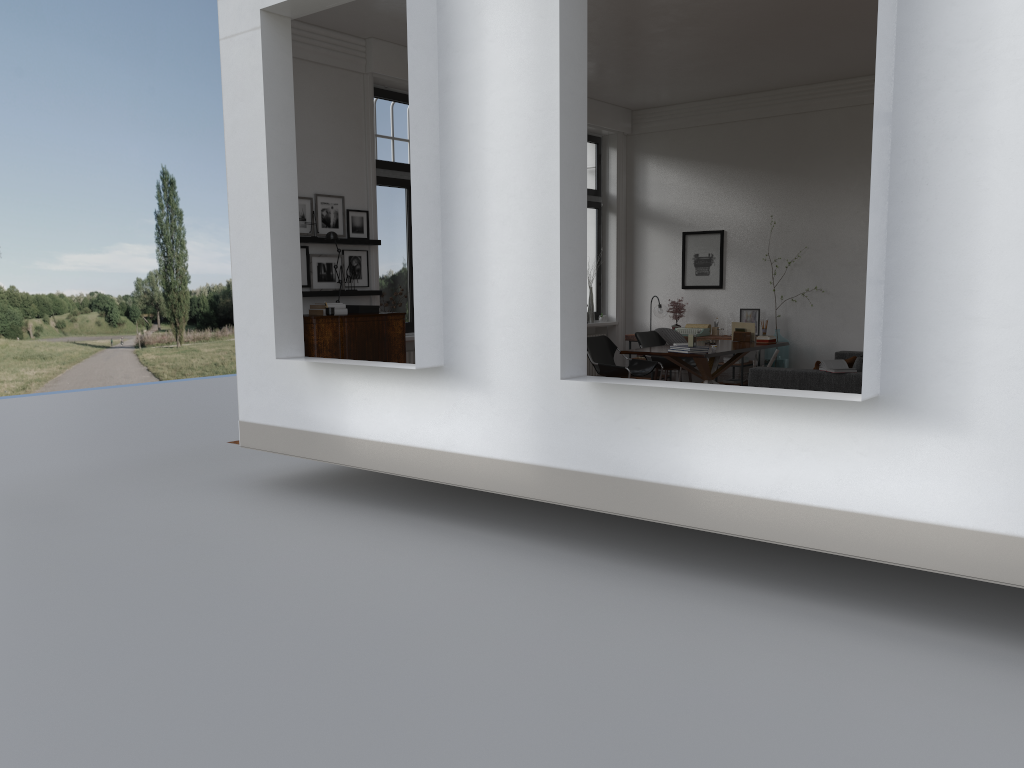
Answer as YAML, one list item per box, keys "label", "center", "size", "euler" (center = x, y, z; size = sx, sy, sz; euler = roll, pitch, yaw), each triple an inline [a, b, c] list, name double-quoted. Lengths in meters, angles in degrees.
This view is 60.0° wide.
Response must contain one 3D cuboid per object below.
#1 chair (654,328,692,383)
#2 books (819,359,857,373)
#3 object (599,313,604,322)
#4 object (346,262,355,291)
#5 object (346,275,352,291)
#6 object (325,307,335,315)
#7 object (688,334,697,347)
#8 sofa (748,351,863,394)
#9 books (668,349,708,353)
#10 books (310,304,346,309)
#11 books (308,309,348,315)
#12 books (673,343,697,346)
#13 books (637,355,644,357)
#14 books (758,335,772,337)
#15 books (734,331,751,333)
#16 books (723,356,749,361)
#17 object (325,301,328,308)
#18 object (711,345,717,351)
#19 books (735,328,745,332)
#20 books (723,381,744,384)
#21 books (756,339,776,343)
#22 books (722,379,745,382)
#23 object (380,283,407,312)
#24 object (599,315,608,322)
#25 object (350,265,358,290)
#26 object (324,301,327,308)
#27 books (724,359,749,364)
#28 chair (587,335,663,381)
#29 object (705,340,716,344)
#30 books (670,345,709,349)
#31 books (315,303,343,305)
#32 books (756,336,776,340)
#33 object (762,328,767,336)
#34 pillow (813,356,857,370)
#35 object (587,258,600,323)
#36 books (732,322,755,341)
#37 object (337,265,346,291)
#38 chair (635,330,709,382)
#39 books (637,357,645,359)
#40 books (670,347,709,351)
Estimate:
- label: "chair"
  center: [2.165, -0.318, 11.933]
  size: [0.716, 0.902, 0.546]
  euler: [4, 8, 31]
- label: "books"
  center: [3.012, -0.168, 8.194]
  size: [0.225, 0.096, 0.278]
  euler: [-2, 7, -9]
- label: "object"
  center: [1.332, -0.986, 13.194]
  size: [0.072, 0.134, 0.072]
  euler: [-4, 8, -26]
- label: "object"
  center: [-1.667, -1.111, 9.157]
  size: [0.040, 0.299, 0.118]
  euler: [6, 10, 38]
- label: "object"
  center: [-1.676, -1.035, 9.098]
  size: [0.040, 0.161, 0.066]
  euler: [5, 10, 38]
- label: "object"
  center: [-1.721, -0.685, 8.385]
  size: [0.091, 0.077, 0.091]
  euler: [1, 7, 12]
- label: "object"
  center: [1.902, -0.460, 9.345]
  size: [0.082, 0.126, 0.275]
  euler: [1, 7, 12]
- label: "sofa"
  center: [3.609, 0.034, 9.319]
  size: [1.261, 0.831, 2.640]
  euler: [5, 8, 39]
- label: "books"
  center: [1.856, -0.351, 9.363]
  size: [0.264, 0.027, 0.346]
  euler: [-4, 7, -26]
- label: "books"
  center: [-1.794, -0.752, 8.626]
  size: [0.254, 0.044, 0.239]
  euler: [5, 8, 39]
- label: "books"
  center: [-1.790, -0.702, 8.629]
  size: [0.229, 0.057, 0.294]
  euler: [5, 8, 39]
- label: "books"
  center: [1.997, -0.446, 10.227]
  size: [0.231, 0.026, 0.324]
  euler: [0, 6, 4]
- label: "books"
  center: [1.949, -0.405, 12.721]
  size: [0.251, 0.023, 0.208]
  euler: [4, 8, 38]
- label: "books"
  center: [3.069, -0.579, 10.720]
  size: [0.128, 0.008, 0.159]
  euler: [5, 8, 40]
- label: "books"
  center: [2.827, -0.582, 10.892]
  size: [0.221, 0.125, 0.028]
  euler: [5, 9, 38]
- label: "books"
  center: [3.005, -0.344, 11.891]
  size: [0.225, 0.038, 0.308]
  euler: [5, 8, 39]
- label: "object"
  center: [-1.737, -0.721, 8.347]
  size: [0.010, 0.119, 0.050]
  euler: [6, 10, 41]
- label: "object"
  center: [2.132, -0.377, 9.386]
  size: [0.082, 0.065, 0.064]
  euler: [-5, 8, -30]
- label: "books"
  center: [2.822, -0.611, 10.951]
  size: [0.128, 0.158, 0.040]
  euler: [5, 9, 38]
- label: "books"
  center: [2.991, -0.031, 11.959]
  size: [0.196, 0.014, 0.267]
  euler: [4, 8, 37]
- label: "books"
  center: [3.069, -0.523, 10.702]
  size: [0.159, 0.040, 0.215]
  euler: [5, 9, 41]
- label: "books"
  center: [2.991, -0.046, 11.957]
  size: [0.267, 0.014, 0.196]
  euler: [-6, 8, -40]
- label: "object"
  center: [-1.336, -0.828, 9.971]
  size: [0.317, 0.601, 0.540]
  euler: [1, 7, 10]
- label: "object"
  center: [1.375, -0.989, 13.381]
  size: [0.132, 0.098, 0.134]
  euler: [0, 7, 9]
- label: "object"
  center: [-1.645, -1.101, 9.231]
  size: [0.040, 0.263, 0.110]
  euler: [5, 10, 38]
- label: "object"
  center: [-1.751, -0.717, 8.368]
  size: [0.010, 0.139, 0.045]
  euler: [5, 9, 36]
- label: "books"
  center: [3.006, -0.307, 11.883]
  size: [0.225, 0.038, 0.308]
  euler: [4, 8, 38]
- label: "chair"
  center: [1.231, -0.106, 10.198]
  size: [0.745, 0.875, 0.751]
  euler: [5, 9, 38]
- label: "object"
  center: [2.356, -0.503, 10.570]
  size: [0.133, 0.047, 0.114]
  euler: [0, 7, 2]
- label: "books"
  center: [1.870, -0.390, 9.356]
  size: [0.250, 0.017, 0.343]
  euler: [-4, 7, -26]
- label: "books"
  center: [-1.779, -0.779, 8.606]
  size: [0.179, 0.014, 0.200]
  euler: [5, 8, 39]
- label: "books"
  center: [3.071, -0.558, 10.707]
  size: [0.164, 0.028, 0.207]
  euler: [4, 8, 37]
- label: "object"
  center: [3.060, -0.632, 10.749]
  size: [0.058, 0.091, 0.058]
  euler: [3, 8, 26]
- label: "pillow"
  center: [3.073, -0.070, 8.526]
  size: [0.469, 0.398, 0.329]
  euler: [-2, 7, -14]
- label: "object"
  center: [1.201, -1.416, 12.950]
  size: [0.289, 1.057, 0.295]
  euler: [6, 10, 41]
- label: "books"
  center: [2.863, -0.648, 10.967]
  size: [0.309, 0.240, 0.043]
  euler: [5, 9, 38]
- label: "object"
  center: [-1.741, -1.080, 9.055]
  size: [0.040, 0.261, 0.123]
  euler: [5, 10, 38]
- label: "chair"
  center: [1.967, -0.216, 11.106]
  size: [0.745, 0.875, 0.751]
  euler: [5, 9, 38]
- label: "books"
  center: [1.948, -0.382, 12.725]
  size: [0.247, 0.024, 0.208]
  euler: [4, 8, 38]
- label: "books"
  center: [1.870, -0.373, 9.358]
  size: [0.250, 0.017, 0.343]
  euler: [-4, 7, -26]
